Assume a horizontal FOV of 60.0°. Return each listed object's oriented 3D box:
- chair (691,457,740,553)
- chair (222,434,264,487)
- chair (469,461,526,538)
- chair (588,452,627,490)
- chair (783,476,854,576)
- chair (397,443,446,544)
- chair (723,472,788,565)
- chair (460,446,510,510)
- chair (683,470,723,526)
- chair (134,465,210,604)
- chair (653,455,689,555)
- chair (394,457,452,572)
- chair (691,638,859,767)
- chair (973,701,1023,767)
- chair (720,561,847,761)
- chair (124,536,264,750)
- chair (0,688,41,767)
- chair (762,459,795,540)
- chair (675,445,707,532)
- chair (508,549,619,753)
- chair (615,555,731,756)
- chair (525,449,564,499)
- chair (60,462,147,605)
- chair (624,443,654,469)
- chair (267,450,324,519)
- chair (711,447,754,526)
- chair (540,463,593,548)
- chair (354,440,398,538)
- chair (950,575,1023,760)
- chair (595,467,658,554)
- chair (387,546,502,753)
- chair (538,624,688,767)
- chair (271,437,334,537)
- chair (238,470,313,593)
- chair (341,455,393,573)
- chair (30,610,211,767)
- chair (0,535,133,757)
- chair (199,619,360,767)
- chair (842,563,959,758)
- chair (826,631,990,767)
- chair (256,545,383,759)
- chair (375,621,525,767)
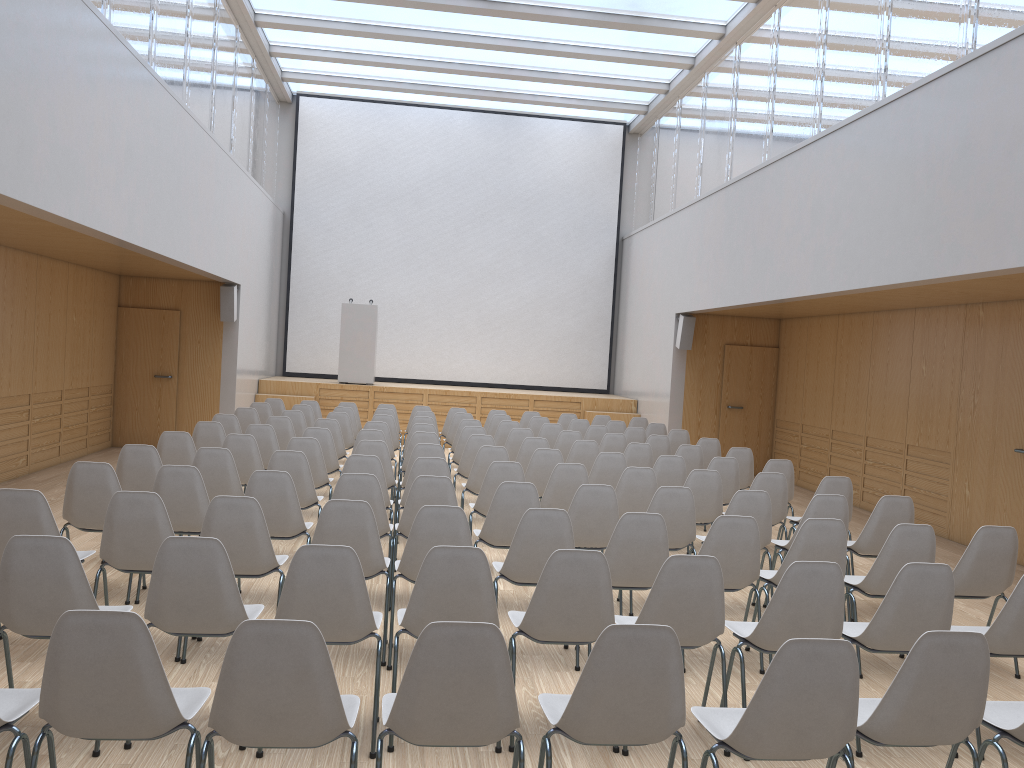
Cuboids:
[{"bbox_3d":[1.841,1.077,8.147,0.479,0.876,0.505,3,2,-7],"label":"chair"},{"bbox_3d":[-2.326,0.846,7.680,0.479,0.876,0.505,3,2,-7],"label":"chair"},{"bbox_3d":[-0.095,1.004,6.875,0.479,0.876,0.505,3,2,-7],"label":"chair"},{"bbox_3d":[0.816,1.022,7.987,0.479,0.876,0.505,3,2,-7],"label":"chair"},{"bbox_3d":[2.484,1.147,7.176,0.479,0.876,0.505,3,2,-7],"label":"chair"},{"bbox_3d":[-0.760,0.935,7.804,0.479,0.876,0.505,3,2,-7],"label":"chair"},{"bbox_3d":[1.969,1.117,7.175,0.479,0.876,0.505,3,2,-7],"label":"chair"},{"bbox_3d":[-0.214,0.963,7.926,0.479,0.876,0.505,3,2,-7],"label":"chair"},{"bbox_3d":[1.437,1.088,7.094,0.479,0.876,0.505,3,2,-7],"label":"chair"},{"bbox_3d":[-2.093,0.925,5.696,0.479,0.876,0.505,3,2,-7],"label":"chair"},{"bbox_3d":[1.338,1.052,8.007,0.479,0.876,0.505,3,2,-7],"label":"chair"},{"bbox_3d":[-0.653,0.972,6.851,0.479,0.876,0.505,3,2,-7],"label":"chair"},{"bbox_3d":[0.867,1.190,2.922,0.479,0.876,0.505,3,2,-7],"label":"chair"},{"bbox_3d":[1.903,1.244,3.144,0.479,0.876,0.505,3,2,-7],"label":"chair"},{"bbox_3d":[1.231,1.176,4.012,0.479,0.876,0.505,3,2,-7],"label":"chair"},{"bbox_3d":[-1.321,1.033,3.784,0.479,0.876,0.505,3,2,-7],"label":"chair"},{"bbox_3d":[-1.728,1.044,2.702,0.479,0.876,0.505,3,2,-7],"label":"chair"},{"bbox_3d":[2.359,1.105,8.236,0.479,0.876,0.505,3,2,-7],"label":"chair"},{"bbox_3d":[1.738,1.038,9.160,0.479,0.876,0.505,3,2,-7],"label":"chair"},{"bbox_3d":[0.225,1.118,3.964,0.479,0.876,0.505,3,2,-7],"label":"chair"},{"bbox_3d":[0.708,1.146,3.992,0.479,0.876,0.505,3,2,-7],"label":"chair"},{"bbox_3d":[0.261,0.990,7.963,0.479,0.876,0.505,3,2,-7],"label":"chair"},{"bbox_3d":[-2.588,0.898,5.620,0.479,0.876,0.505,3,2,-7],"label":"chair"},{"bbox_3d":[1.210,1.011,9.039,0.479,0.876,0.505,3,2,-7],"label":"chair"},{"bbox_3d":[-1.684,0.914,6.749,0.479,0.876,0.505,3,2,-7],"label":"chair"},{"bbox_3d":[2.255,1.067,9.201,0.479,0.876,0.505,3,2,-7],"label":"chair"},{"bbox_3d":[0.394,1.029,7.001,0.479,0.876,0.505,3,2,-7],"label":"chair"},{"bbox_3d":[-1.240,0.906,7.817,0.479,0.876,0.505,3,2,-7],"label":"chair"},{"bbox_3d":[2.311,1.235,4.159,0.479,0.876,0.505,3,2,-7],"label":"chair"},{"bbox_3d":[0.919,1.060,7.014,0.479,0.876,0.505,3,2,-7],"label":"chair"},{"bbox_3d":[-0.278,1.091,3.895,0.479,0.876,0.505,3,2,-7],"label":"chair"},{"bbox_3d":[0.336,1.158,2.961,0.479,0.876,0.505,3,2,-7],"label":"chair"},{"bbox_3d":[-1.801,0.876,7.723,0.479,0.876,0.505,3,2,-7],"label":"chair"},{"bbox_3d":[-1.530,0.958,5.702,0.479,0.876,0.505,3,2,-7],"label":"chair"},{"bbox_3d":[-1.138,0.946,6.754,0.479,0.876,0.505,3,2,-7],"label":"chair"},{"bbox_3d":[-1.224,1.071,2.789,0.479,0.876,0.505,3,2,-7],"label":"chair"},{"bbox_3d":[-1.858,1.005,3.652,0.479,0.876,0.505,3,2,-7],"label":"chair"},{"bbox_3d":[-0.722,1.100,2.800,0.479,0.876,0.505,3,2,-7],"label":"chair"},{"bbox_3d":[1.753,1.204,4.114,0.479,0.876,0.505,3,2,-7],"label":"chair"},{"bbox_3d":[1.356,1.214,3.090,0.479,0.876,0.505,3,2,-7],"label":"chair"},{"bbox_3d":[-0.788,1.064,3.777,0.479,0.876,0.505,3,2,-7],"label":"chair"},{"bbox_3d":[-0.199,1.129,2.880,0.479,0.876,0.505,3,2,-7],"label":"chair"}]
